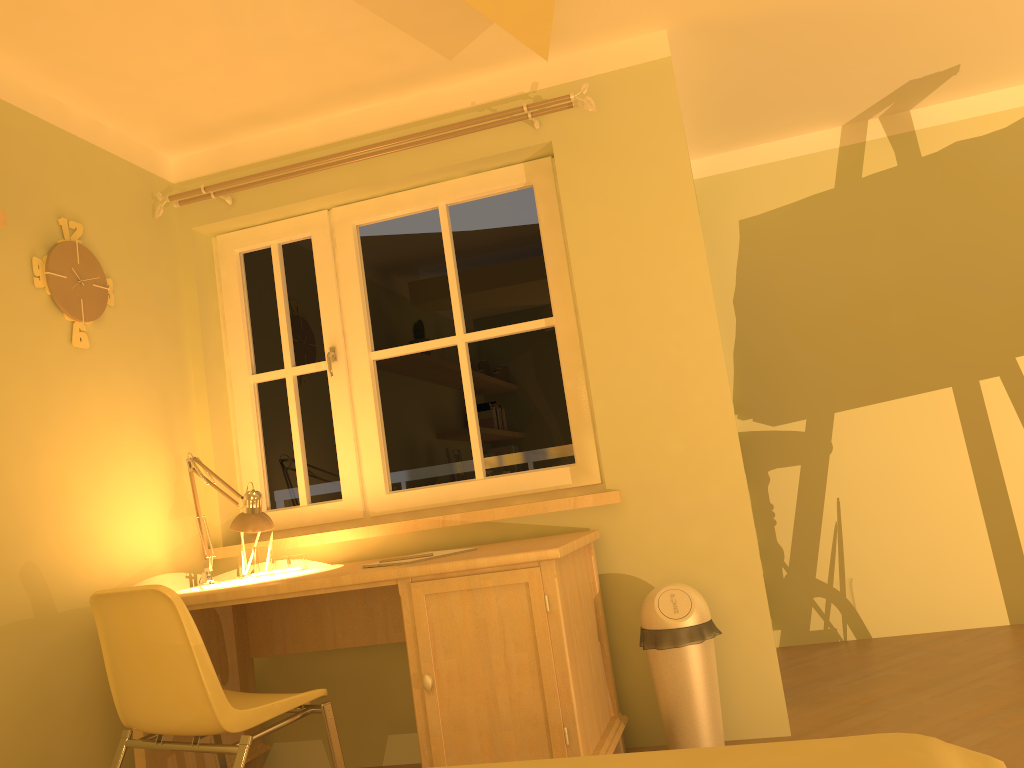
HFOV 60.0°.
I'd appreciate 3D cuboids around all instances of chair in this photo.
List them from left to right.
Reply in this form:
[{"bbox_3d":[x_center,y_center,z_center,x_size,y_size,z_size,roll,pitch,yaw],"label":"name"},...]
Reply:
[{"bbox_3d":[-0.800,0.892,2.292,0.531,0.785,0.546,-13,-9,33],"label":"chair"}]

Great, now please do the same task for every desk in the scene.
[{"bbox_3d":[-0.408,0.931,2.775,1.396,0.720,0.684,-10,-7,14],"label":"desk"}]

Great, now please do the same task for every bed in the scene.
[{"bbox_3d":[-0.136,0.505,0.448,1.286,0.894,2.378,-10,-7,14],"label":"bed"}]

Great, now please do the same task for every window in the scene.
[{"bbox_3d":[-0.441,-0.112,3.413,1.486,1.263,0.142,-10,-7,14],"label":"window"}]

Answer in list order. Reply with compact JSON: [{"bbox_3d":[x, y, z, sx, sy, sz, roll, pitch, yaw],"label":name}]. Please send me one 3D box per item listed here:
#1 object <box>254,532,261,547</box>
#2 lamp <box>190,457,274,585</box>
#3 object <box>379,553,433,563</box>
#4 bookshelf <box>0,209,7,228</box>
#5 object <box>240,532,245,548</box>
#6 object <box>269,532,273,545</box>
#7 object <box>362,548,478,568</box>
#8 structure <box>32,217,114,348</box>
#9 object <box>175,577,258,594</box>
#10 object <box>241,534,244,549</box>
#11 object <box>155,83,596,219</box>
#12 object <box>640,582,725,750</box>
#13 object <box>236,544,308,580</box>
[{"bbox_3d":[-0.931,0.603,3.190,0.073,0.155,0.008,-5,-8,-22],"label":"object"},{"bbox_3d":[-0.989,0.447,3.013,0.484,0.455,0.140,-14,-9,38],"label":"lamp"},{"bbox_3d":[-0.320,0.528,2.686,0.166,0.009,0.008,-9,-7,5],"label":"object"},{"bbox_3d":[-1.685,0.077,0.980,0.300,1.240,2.605,-10,-7,14],"label":"bookshelf"},{"bbox_3d":[-0.958,0.599,3.172,0.009,0.162,0.053,-7,-7,-10],"label":"object"},{"bbox_3d":[-0.873,0.602,3.183,0.043,0.138,0.010,-7,-7,-12],"label":"object"},{"bbox_3d":[-0.283,0.537,2.746,0.210,0.010,0.300,-14,-9,38],"label":"object"},{"bbox_3d":[-1.422,-0.332,2.908,0.027,0.432,0.360,-10,-7,14],"label":"structure"},{"bbox_3d":[-0.967,0.654,2.873,0.040,0.009,0.300,-15,-10,43],"label":"object"},{"bbox_3d":[-0.967,0.602,3.187,0.009,0.165,0.034,-9,-7,6],"label":"object"},{"bbox_3d":[-0.523,-0.810,3.248,1.708,0.113,0.190,-10,-7,14],"label":"object"},{"bbox_3d":[0.529,0.881,2.720,0.255,0.535,0.248,-2,-10,-41],"label":"object"},{"bbox_3d":[-0.858,0.624,3.153,0.240,0.105,0.070,-9,-7,6],"label":"object"}]
